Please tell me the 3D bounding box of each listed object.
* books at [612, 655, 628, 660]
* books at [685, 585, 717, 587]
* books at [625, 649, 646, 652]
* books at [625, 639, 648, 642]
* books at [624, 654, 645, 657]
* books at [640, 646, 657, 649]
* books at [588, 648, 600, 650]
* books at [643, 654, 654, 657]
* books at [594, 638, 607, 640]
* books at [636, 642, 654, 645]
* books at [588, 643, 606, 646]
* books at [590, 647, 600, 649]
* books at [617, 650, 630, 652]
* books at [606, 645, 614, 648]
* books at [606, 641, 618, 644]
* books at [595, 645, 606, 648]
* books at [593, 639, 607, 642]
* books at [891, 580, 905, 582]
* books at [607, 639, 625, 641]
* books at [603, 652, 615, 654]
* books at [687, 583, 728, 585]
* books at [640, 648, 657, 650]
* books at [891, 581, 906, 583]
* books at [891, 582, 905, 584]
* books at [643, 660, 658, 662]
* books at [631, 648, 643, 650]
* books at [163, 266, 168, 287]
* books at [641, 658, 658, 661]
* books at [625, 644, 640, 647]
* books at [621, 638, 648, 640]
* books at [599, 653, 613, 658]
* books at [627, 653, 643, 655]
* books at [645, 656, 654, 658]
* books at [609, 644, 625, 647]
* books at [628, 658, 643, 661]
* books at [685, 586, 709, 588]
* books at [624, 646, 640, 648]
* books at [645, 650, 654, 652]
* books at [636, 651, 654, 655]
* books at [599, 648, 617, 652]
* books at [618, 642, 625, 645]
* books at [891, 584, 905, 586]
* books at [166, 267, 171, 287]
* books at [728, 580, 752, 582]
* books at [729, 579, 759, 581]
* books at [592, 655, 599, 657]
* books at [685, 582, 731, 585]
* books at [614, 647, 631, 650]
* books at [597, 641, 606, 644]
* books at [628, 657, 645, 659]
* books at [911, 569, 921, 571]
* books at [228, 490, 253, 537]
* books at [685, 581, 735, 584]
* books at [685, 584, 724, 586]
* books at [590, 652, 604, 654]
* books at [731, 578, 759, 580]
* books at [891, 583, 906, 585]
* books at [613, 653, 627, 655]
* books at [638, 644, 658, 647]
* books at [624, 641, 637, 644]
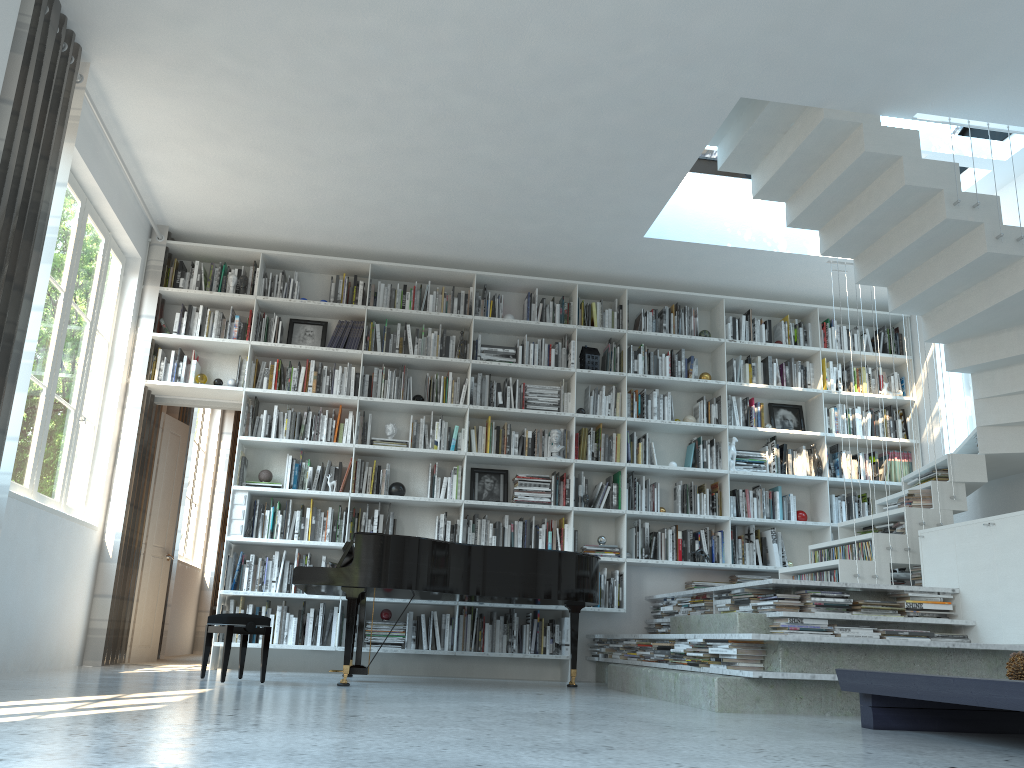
[{"bbox_3d":[0.791,1.857,6.022,0.177,0.026,0.231,4,-16,-5],"label":"books"},{"bbox_3d":[1.558,1.596,6.975,0.346,0.007,0.194,6,-17,-13],"label":"books"},{"bbox_3d":[0.848,1.729,5.738,0.159,0.011,0.247,6,-17,-12],"label":"books"},{"bbox_3d":[0.849,1.667,5.755,0.174,0.011,0.228,5,-16,-9],"label":"books"},{"bbox_3d":[0.848,1.759,5.730,0.159,0.012,0.293,6,-17,-11],"label":"books"},{"bbox_3d":[0.901,1.622,5.450,0.169,0.009,0.242,5,-16,-8],"label":"books"},{"bbox_3d":[0.696,1.980,6.606,0.177,0.012,0.279,6,-17,-12],"label":"books"},{"bbox_3d":[0.908,1.667,5.439,0.130,0.014,0.250,6,-17,-13],"label":"books"},{"bbox_3d":[0.707,1.908,6.627,0.157,0.007,0.269,3,-16,-3],"label":"books"},{"bbox_3d":[0.891,1.598,5.455,0.179,0.012,0.250,6,-17,-11],"label":"books"},{"bbox_3d":[0.691,1.946,6.614,0.191,0.013,0.244,6,-17,-12],"label":"books"},{"bbox_3d":[0.698,1.970,6.609,0.188,0.009,0.211,5,-16,-9],"label":"books"},{"bbox_3d":[0.811,1.820,6.036,0.147,0.012,0.207,4,-16,-7],"label":"books"},{"bbox_3d":[0.767,1.880,6.336,0.143,0.019,0.231,4,-16,-7],"label":"books"},{"bbox_3d":[0.771,1.851,6.345,0.135,0.014,0.298,4,-16,-7],"label":"books"},{"bbox_3d":[0.722,1.961,6.615,0.136,0.013,0.259,5,-16,-10],"label":"books"},{"bbox_3d":[0.713,1.918,6.625,0.158,0.014,0.235,5,-16,-10],"label":"books"},{"bbox_3d":[3.036,1.606,7.225,0.254,0.009,0.161,4,-16,-6],"label":"books"},{"bbox_3d":[0.767,1.835,6.348,0.137,0.018,0.201,4,-16,-4],"label":"books"},{"bbox_3d":[0.756,1.921,6.323,0.147,0.012,0.206,6,-17,-13],"label":"books"},{"bbox_3d":[1.558,1.584,6.987,0.308,0.008,0.195,4,-16,-6],"label":"books"},{"bbox_3d":[0.905,1.631,5.448,0.155,0.009,0.298,4,-16,-7],"label":"books"},{"bbox_3d":[3.034,1.615,7.227,0.285,0.009,0.160,5,-16,-8],"label":"books"},{"bbox_3d":[3.035,1.623,7.222,0.254,0.009,0.161,5,-16,-9],"label":"books"},{"bbox_3d":[0.907,1.699,5.430,0.147,0.008,0.237,5,-16,-9],"label":"books"},{"bbox_3d":[0.862,1.718,5.743,0.140,0.013,0.181,4,-16,-5],"label":"books"},{"bbox_3d":[-2.691,-0.787,6.909,0.014,0.218,0.189,5,-16,-8],"label":"books"},{"bbox_3d":[0.892,1.690,5.430,0.161,0.008,0.255,3,-16,-3],"label":"books"},{"bbox_3d":[0.838,1.694,5.746,0.182,0.016,0.199,3,-16,-3],"label":"books"},{"bbox_3d":[0.835,1.658,5.755,0.193,0.005,0.225,6,-17,-12],"label":"books"},{"bbox_3d":[0.744,1.940,6.316,0.189,0.029,0.238,5,-16,-8],"label":"books"},{"bbox_3d":[0.853,1.748,5.734,0.165,0.012,0.205,5,-16,-8],"label":"books"},{"bbox_3d":[0.915,1.679,5.437,0.132,0.009,0.270,4,-16,-7],"label":"books"},{"bbox_3d":[0.793,1.786,6.042,0.180,0.015,0.295,5,-16,-10],"label":"books"},{"bbox_3d":[0.851,1.779,5.725,0.157,0.014,0.181,6,-17,-11],"label":"books"},{"bbox_3d":[1.557,1.605,6.981,0.345,0.007,0.194,4,-16,-6],"label":"books"},{"bbox_3d":[0.844,1.706,5.744,0.169,0.009,0.242,6,-17,-12],"label":"books"},{"bbox_3d":[0.913,1.642,5.446,0.140,0.013,0.181,4,-16,-7],"label":"books"},{"bbox_3d":[0.891,1.653,5.440,0.182,0.013,0.288,4,-16,-7],"label":"books"},{"bbox_3d":[0.737,1.900,6.326,0.191,0.028,0.213,4,-16,-4],"label":"books"},{"bbox_3d":[0.817,1.772,6.050,0.130,0.018,0.256,4,-16,-5],"label":"books"},{"bbox_3d":[3.035,1.639,7.211,0.254,0.009,0.161,4,-16,-4],"label":"books"},{"bbox_3d":[-2.675,-0.784,6.933,0.024,0.227,0.130,5,-16,-8],"label":"books"},{"bbox_3d":[1.885,1.573,7.038,0.285,0.005,0.160,6,-17,-12],"label":"books"},{"bbox_3d":[1.888,1.564,7.044,0.285,0.005,0.160,6,-17,-11],"label":"books"},{"bbox_3d":[0.706,2.027,6.595,0.171,0.015,0.242,5,-16,-8],"label":"books"},{"bbox_3d":[1.558,1.577,6.989,0.346,0.007,0.194,5,-16,-10],"label":"books"},{"bbox_3d":[0.796,1.803,6.038,0.171,0.020,0.194,4,-16,-4],"label":"books"},{"bbox_3d":[0.727,1.935,6.623,0.133,0.017,0.232,4,-16,-7],"label":"books"},{"bbox_3d":[0.859,1.770,5.729,0.140,0.008,0.284,5,-16,-10],"label":"books"},{"bbox_3d":[3.224,1.440,6.834,0.252,0.011,0.142,6,-17,-14],"label":"books"},{"bbox_3d":[-1.994,0.972,6.518,0.106,0.339,0.308,5,-16,-8],"label":"books"},{"bbox_3d":[1.558,1.570,6.991,0.345,0.007,0.194,4,-16,-6],"label":"books"},{"bbox_3d":[1.557,1.591,6.985,0.345,0.007,0.194,4,-16,-6],"label":"books"},{"bbox_3d":[0.696,2.004,6.599,0.179,0.012,0.262,4,-16,-5],"label":"books"},{"bbox_3d":[1.889,1.558,7.041,0.254,0.005,0.161,6,-17,-13],"label":"books"},{"bbox_3d":[3.034,1.633,7.222,0.285,0.009,0.160,5,-16,-8],"label":"books"},{"bbox_3d":[0.798,1.838,6.028,0.172,0.014,0.221,4,-16,-7],"label":"books"},{"bbox_3d":[0.894,1.611,5.452,0.165,0.014,0.236,6,-17,-13],"label":"books"},{"bbox_3d":[0.846,1.680,5.751,0.171,0.015,0.253,6,-17,-11],"label":"books"}]
